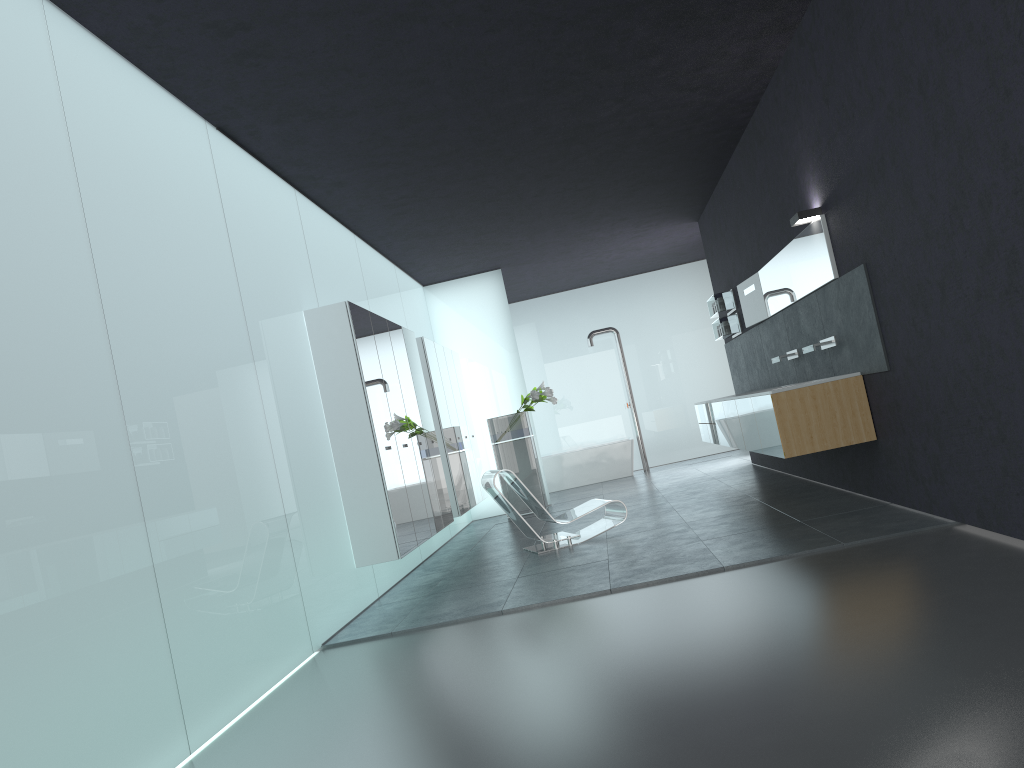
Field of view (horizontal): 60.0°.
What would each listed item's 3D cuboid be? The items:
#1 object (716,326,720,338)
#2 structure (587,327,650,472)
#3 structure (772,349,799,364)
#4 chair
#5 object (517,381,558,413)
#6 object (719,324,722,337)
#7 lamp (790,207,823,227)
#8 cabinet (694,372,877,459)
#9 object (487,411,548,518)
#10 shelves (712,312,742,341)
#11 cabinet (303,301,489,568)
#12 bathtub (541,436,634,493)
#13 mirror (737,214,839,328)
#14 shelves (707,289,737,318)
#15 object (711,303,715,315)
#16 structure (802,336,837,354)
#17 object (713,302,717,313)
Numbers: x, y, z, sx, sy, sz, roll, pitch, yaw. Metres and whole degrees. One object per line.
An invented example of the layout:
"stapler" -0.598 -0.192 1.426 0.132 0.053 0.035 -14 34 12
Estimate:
"object" 2.963 -0.738 12.595 0.096 0.184 0.068 -12 -2 -3
"structure" 2.002 0.352 16.788 0.643 2.869 0.123 -12 -2 5
"structure" 2.837 -0.285 9.239 0.186 0.088 0.482 -12 -3 5
"chair" 0.424 1.181 8.931 1.260 0.870 0.630 -11 -3 -13
"object" 0.186 0.382 13.154 1.024 0.779 0.975 -12 -3 -3
"object" 2.943 -0.746 12.381 0.096 0.184 0.067 -13 -2 14
"lamp" 2.450 -1.392 7.393 0.198 0.066 0.277 -12 -3 5
"cabinet" 2.761 0.361 9.896 0.734 0.556 5.586 -12 -3 5
"object" 0.091 1.198 13.300 0.585 1.490 0.575 -12 -2 5
"shelves" 2.980 -0.782 12.312 0.265 0.285 0.770 -12 -3 5
"cabinet" -1.061 0.537 10.436 0.399 2.213 6.007 -12 -3 5
"bathtub" 1.365 1.466 16.831 1.978 0.858 0.961 -12 -3 5
"mirror" 2.740 -1.041 9.041 0.109 0.532 3.725 -12 -3 3
"shelves" 2.911 -1.102 12.324 0.265 0.285 0.770 -12 -3 5
"object" 2.895 -1.058 12.607 0.096 0.184 0.068 -12 -2 -3
"structure" 2.702 -0.341 7.827 0.186 0.088 0.482 -12 -3 5
"object" 2.874 -1.066 12.394 0.096 0.184 0.067 -13 -2 14
